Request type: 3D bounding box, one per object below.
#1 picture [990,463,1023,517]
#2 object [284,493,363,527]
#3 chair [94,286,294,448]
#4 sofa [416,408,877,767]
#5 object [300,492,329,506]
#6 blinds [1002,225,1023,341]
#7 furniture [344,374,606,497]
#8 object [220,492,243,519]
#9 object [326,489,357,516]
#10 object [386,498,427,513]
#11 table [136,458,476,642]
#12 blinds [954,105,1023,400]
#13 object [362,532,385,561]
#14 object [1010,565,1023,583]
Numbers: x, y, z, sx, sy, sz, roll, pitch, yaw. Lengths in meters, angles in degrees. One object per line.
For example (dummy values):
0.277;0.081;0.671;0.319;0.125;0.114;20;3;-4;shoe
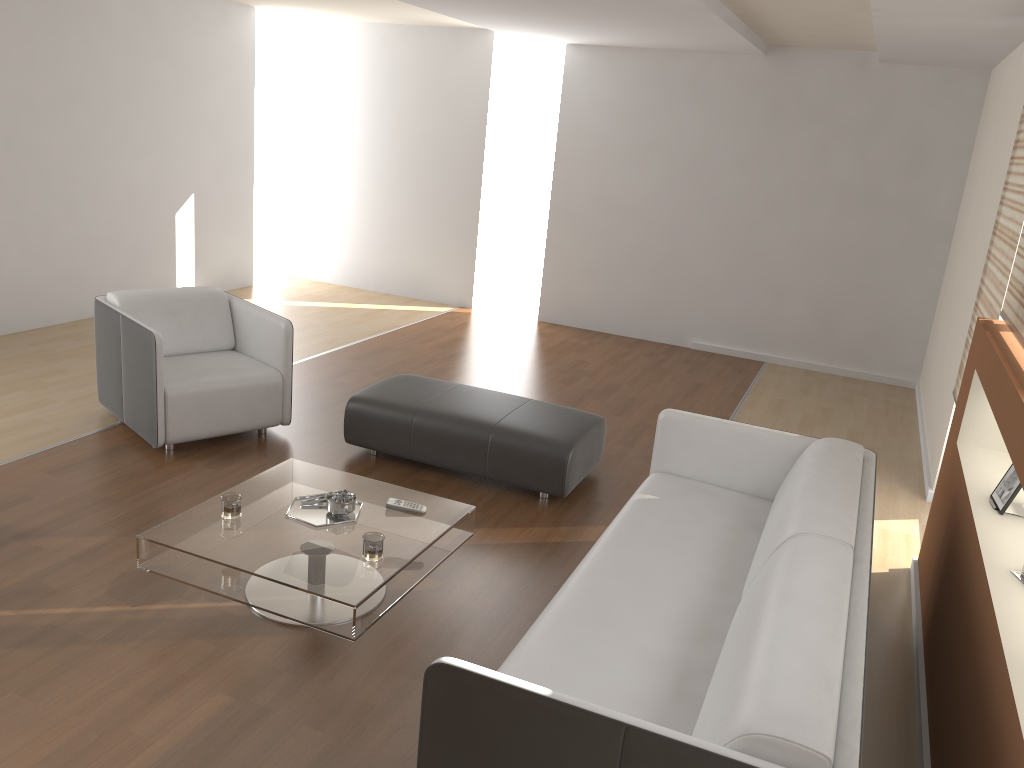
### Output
1.674;0.313;2.911;0.133;0.216;0.159;10;17;15;picture
-0.725;0.485;3.434;0.315;0.011;0.273;14;18;27;object
-1.793;-0.143;4.961;0.767;0.661;0.919;-10;22;-42;chair
0.628;0.708;2.877;0.919;0.661;2.238;12;18;20;sofa
-0.758;0.452;3.486;0.147;0.035;0.051;-3;18;-26;object
1.816;-0.632;2.914;0.001;1.044;1.432;12;18;20;blinds
-0.192;0.234;4.828;1.291;0.301;0.685;12;18;20;furniture
-1.048;0.455;3.313;0.079;0.077;0.079;8;17;9;object
-0.660;0.457;3.425;0.118;0.079;0.117;14;18;27;object
-0.418;0.483;3.513;0.158;0.029;0.064;6;16;2;object
-0.747;0.656;3.400;0.900;0.300;0.900;12;18;20;table
2.259;-0.629;4.096;0.001;1.635;0.980;12;18;20;blinds
-0.487;0.570;3.109;0.079;0.077;0.079;8;17;9;object
1.471;0.490;2.401;0.141;0.131;0.141;5;16;-1;object
